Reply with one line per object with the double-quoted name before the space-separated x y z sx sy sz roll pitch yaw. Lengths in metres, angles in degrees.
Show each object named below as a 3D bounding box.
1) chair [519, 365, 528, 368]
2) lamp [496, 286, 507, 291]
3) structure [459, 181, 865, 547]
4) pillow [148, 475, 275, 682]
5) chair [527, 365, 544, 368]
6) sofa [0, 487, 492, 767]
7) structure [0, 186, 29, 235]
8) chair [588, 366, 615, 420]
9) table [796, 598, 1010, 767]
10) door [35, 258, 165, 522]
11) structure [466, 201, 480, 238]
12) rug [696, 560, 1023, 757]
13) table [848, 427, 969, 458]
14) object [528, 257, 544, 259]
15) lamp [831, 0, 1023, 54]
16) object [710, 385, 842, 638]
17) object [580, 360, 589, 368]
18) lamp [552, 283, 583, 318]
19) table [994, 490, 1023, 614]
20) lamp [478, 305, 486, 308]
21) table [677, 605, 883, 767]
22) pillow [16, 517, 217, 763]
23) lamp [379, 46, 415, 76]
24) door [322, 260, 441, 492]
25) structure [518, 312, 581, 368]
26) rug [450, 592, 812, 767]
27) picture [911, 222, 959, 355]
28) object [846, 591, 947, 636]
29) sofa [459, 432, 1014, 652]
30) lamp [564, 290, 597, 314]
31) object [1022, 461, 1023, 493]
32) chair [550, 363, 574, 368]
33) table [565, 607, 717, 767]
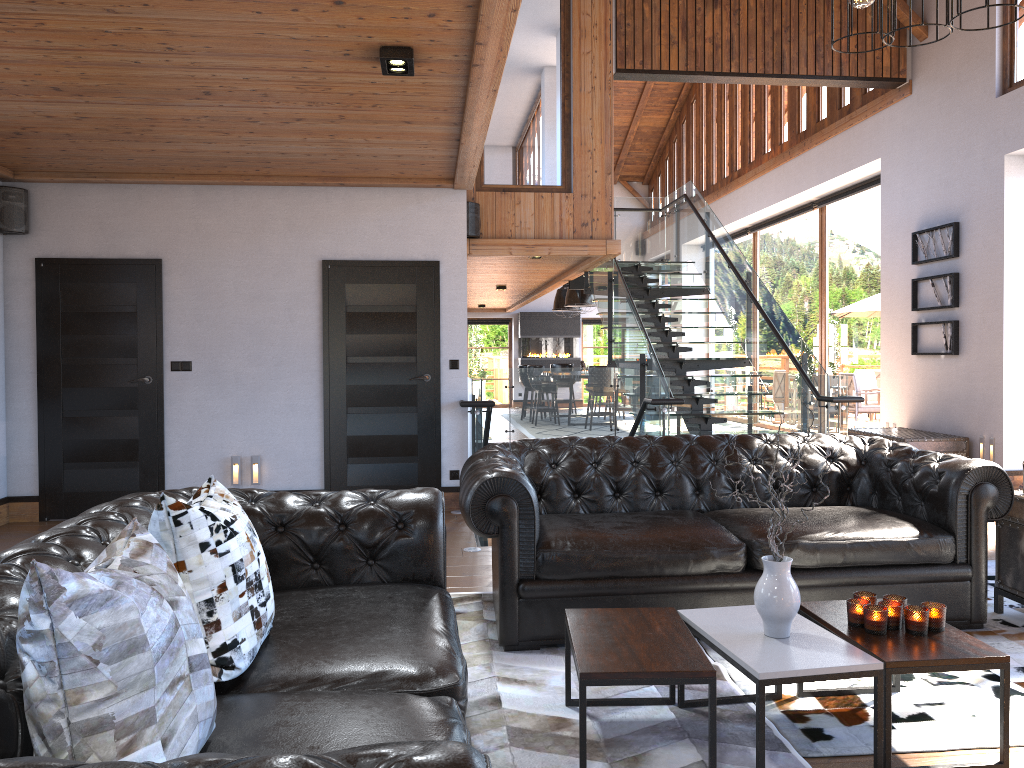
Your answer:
"chair" 0.414 0.176 16.861 0.573 1.092 0.500 -1 1 -22
"lamp" -0.174 -1.547 14.264 0.156 0.068 0.260 0 2 -6
"structure" 3.643 0.492 11.673 9.235 6.396 11.000 0 2 -6
"pillow" -0.787 0.477 2.333 0.284 0.469 0.528 0 2 -3
"chair" 0.554 0.206 15.911 0.570 1.092 0.503 0 1 -7
"sofa" -0.718 0.793 2.149 1.243 0.838 2.559 0 2 -6
"structure" -3.829 -1.322 6.767 0.214 0.349 0.213 0 1 -6
"chair" 1.504 0.238 14.772 0.506 1.092 0.566 0 1 -7
"table" 1.286 0.992 2.996 0.401 0.350 0.649 0 2 -6
"door" -3.228 0.044 6.974 0.944 2.055 0.143 0 1 -7
"structure" -0.427 -1.653 8.953 0.214 0.349 0.213 0 1 -6
"rug" 2.713 1.102 4.202 3.817 0.053 2.427 0 2 -6
"table" 4.014 0.729 9.106 0.686 0.469 1.251 0 2 -6
"object" 0.268 -1.396 9.554 0.156 0.068 0.260 0 2 -6
"lamp" 1.141 -2.025 2.308 0.263 2.201 0.798 -1 1 -15
"object" 0.886 0.417 2.938 0.405 0.808 0.621 0 1 5
"object" 1.392 -0.329 16.800 0.223 0.253 0.114 -2 2 -43
"lamp" 1.103 -3.682 17.809 0.614 4.683 0.629 1 1 39
"table" 2.577 0.826 4.165 0.406 0.609 0.416 0 1 -6
"lamp" -0.667 -1.716 19.516 0.156 0.068 0.260 0 2 -6
"table" 0.852 0.997 2.919 0.402 0.350 0.647 -1 2 -11
"pillow" -0.724 0.499 1.658 0.284 0.469 0.528 0 2 -3
"lamp" -0.538 -1.520 4.161 0.156 0.068 0.260 0 2 -6
"door" -1.055 0.024 7.229 0.944 2.055 0.143 0 1 -7
"structure" 0.890 -0.880 21.130 1.448 1.649 0.432 0 1 -7
"rug" -0.300 1.164 2.741 2.437 0.053 4.036 0 2 -5
"picture" 4.355 -0.955 9.141 0.059 1.312 0.772 0 1 -5
"object" 1.286 0.777 2.973 0.299 0.081 0.249 1 2 32
"sofa" 1.004 0.708 4.496 2.573 0.838 1.236 -1 2 -7
"lamp" 1.251 -3.631 16.228 0.614 4.683 0.629 1 1 39
"object" 2.485 0.381 4.226 0.088 0.286 0.086 -1 1 -29
"chair" 1.074 0.110 18.765 0.506 1.092 0.566 0 1 -7
"table" 0.394 1.000 2.901 0.400 0.350 0.650 0 2 -1
